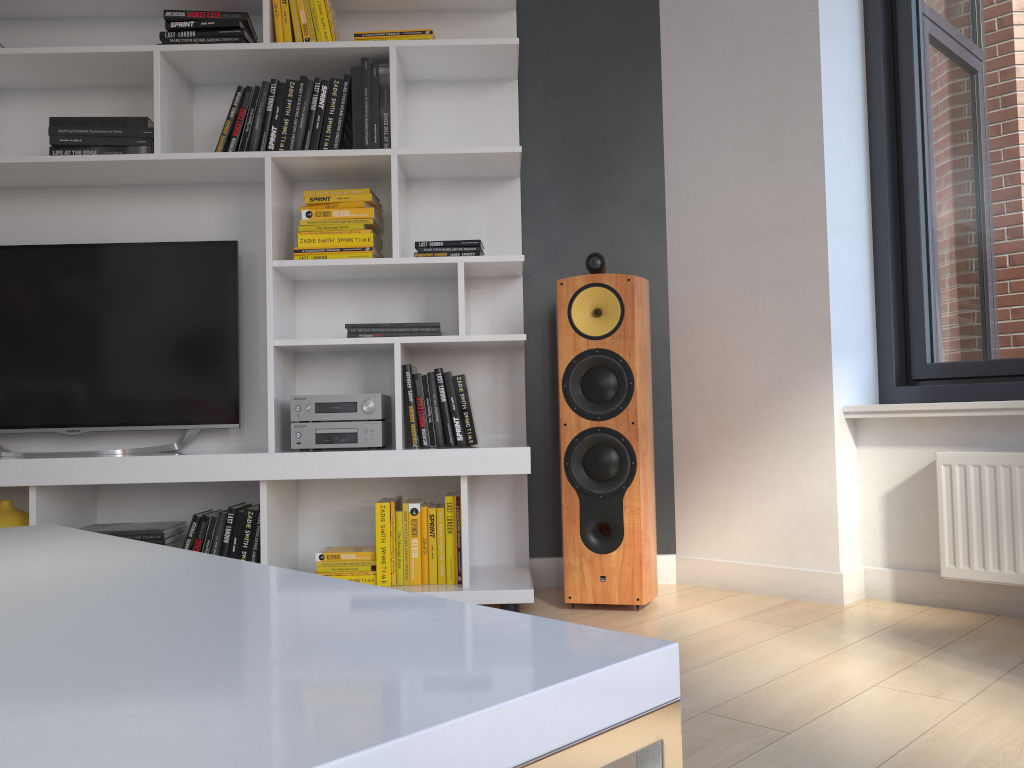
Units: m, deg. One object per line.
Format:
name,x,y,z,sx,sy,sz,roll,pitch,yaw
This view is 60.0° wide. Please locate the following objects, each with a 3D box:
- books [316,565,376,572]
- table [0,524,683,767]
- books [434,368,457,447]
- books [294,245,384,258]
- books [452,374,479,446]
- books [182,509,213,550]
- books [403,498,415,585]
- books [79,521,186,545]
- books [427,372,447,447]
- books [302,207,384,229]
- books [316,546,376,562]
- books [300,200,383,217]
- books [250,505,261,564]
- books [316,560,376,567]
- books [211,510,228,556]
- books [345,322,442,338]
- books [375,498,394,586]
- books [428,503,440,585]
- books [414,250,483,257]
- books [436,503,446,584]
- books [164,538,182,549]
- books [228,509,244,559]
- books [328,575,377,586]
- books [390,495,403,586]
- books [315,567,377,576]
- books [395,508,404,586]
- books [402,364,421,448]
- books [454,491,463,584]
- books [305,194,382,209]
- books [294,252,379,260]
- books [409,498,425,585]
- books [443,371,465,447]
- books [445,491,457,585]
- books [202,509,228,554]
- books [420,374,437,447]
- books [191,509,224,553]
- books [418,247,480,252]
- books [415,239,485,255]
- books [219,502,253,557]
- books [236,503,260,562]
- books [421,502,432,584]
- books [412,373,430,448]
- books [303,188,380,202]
books,-0.519,0.574,2.796,0.169,0.018,0.113,-1,-2,1
table,-0.665,0.390,0.519,1.091,0.435,1.091,-4,-3,44
books,-0.215,0.079,2.914,0.066,0.255,0.193,-1,-2,-1
books,-0.573,-0.428,2.964,0.257,0.024,0.203,-1,-2,2
books,-0.152,0.088,2.939,0.077,0.233,0.179,-1,-2,-1
books,-1.009,0.523,2.816,0.104,0.234,0.182,-1,-2,0
books,-0.327,0.498,2.824,0.019,0.251,0.180,-1,-2,-1
books,-1.244,0.486,2.867,0.310,0.047,0.250,-1,-2,-5
books,-0.244,0.084,2.903,0.050,0.242,0.169,-1,-2,-1
books,-0.565,-0.553,2.983,0.239,0.033,0.176,-1,-2,3
books,-0.518,0.540,2.825,0.186,0.026,0.138,-1,-2,-1
books,-0.572,-0.581,2.986,0.227,0.022,0.160,-2,-2,15
books,-0.789,0.506,2.822,0.066,0.260,0.197,-1,-2,-1
books,-0.514,0.559,2.811,0.187,0.014,0.134,-1,-2,-1
books,-0.909,0.518,2.795,0.069,0.242,0.172,-1,-2,0
books,-0.390,-0.166,2.949,0.310,0.047,0.250,-1,-2,-5
books,-0.397,0.497,2.824,0.044,0.255,0.198,-1,-2,-1
books,-0.246,0.504,2.820,0.024,0.234,0.172,-1,-2,-1
books,-0.203,-0.411,2.915,0.213,0.023,0.161,-1,-2,3
books,-0.220,0.504,2.824,0.024,0.234,0.172,-1,-2,-1
books,-1.236,0.577,2.842,0.343,0.137,0.277,-1,-2,-5
books,-0.860,0.517,2.816,0.068,0.243,0.179,-1,-2,-2
books,-0.514,0.611,2.810,0.190,0.033,0.147,-1,-2,-1
books,-0.366,0.495,2.826,0.015,0.263,0.199,-1,-2,-1
books,-0.514,0.589,2.815,0.196,0.011,0.148,-1,-2,0
books,-0.347,0.510,2.805,0.024,0.229,0.156,-1,-2,-1
books,-0.323,0.074,2.921,0.053,0.268,0.202,-1,-2,-1
books,-0.165,0.485,2.840,0.025,0.270,0.213,-1,-2,-1
books,-0.564,-0.604,2.983,0.223,0.023,0.163,-1,-2,4
books,-0.569,-0.403,2.954,0.257,0.028,0.194,-2,-2,4
books,-0.300,0.497,2.822,0.035,0.250,0.185,-1,-2,-1
books,-0.185,0.084,2.907,0.066,0.242,0.177,-1,-2,-1
books,-0.191,0.486,2.831,0.029,0.270,0.204,-1,-2,-1
books,-0.944,0.522,2.807,0.081,0.233,0.169,-1,-2,-1
books,-0.266,0.089,2.910,0.049,0.236,0.170,-1,-2,0
books,-0.975,0.524,2.821,0.096,0.234,0.187,-1,-2,0
books,-0.205,-0.430,2.919,0.198,0.015,0.142,-1,-2,-2
books,-0.203,-0.448,2.934,0.213,0.023,0.161,-1,-2,3
books,-0.887,0.511,2.822,0.075,0.254,0.192,-1,-2,-1
books,-0.823,0.511,2.821,0.084,0.249,0.191,-1,-2,-1
books,-0.270,0.502,2.824,0.023,0.239,0.169,-1,-2,-1
books,-0.290,0.089,2.916,0.053,0.240,0.189,-1,-2,0
books,-0.574,-0.626,3.007,0.223,0.023,0.163,-1,-2,4
